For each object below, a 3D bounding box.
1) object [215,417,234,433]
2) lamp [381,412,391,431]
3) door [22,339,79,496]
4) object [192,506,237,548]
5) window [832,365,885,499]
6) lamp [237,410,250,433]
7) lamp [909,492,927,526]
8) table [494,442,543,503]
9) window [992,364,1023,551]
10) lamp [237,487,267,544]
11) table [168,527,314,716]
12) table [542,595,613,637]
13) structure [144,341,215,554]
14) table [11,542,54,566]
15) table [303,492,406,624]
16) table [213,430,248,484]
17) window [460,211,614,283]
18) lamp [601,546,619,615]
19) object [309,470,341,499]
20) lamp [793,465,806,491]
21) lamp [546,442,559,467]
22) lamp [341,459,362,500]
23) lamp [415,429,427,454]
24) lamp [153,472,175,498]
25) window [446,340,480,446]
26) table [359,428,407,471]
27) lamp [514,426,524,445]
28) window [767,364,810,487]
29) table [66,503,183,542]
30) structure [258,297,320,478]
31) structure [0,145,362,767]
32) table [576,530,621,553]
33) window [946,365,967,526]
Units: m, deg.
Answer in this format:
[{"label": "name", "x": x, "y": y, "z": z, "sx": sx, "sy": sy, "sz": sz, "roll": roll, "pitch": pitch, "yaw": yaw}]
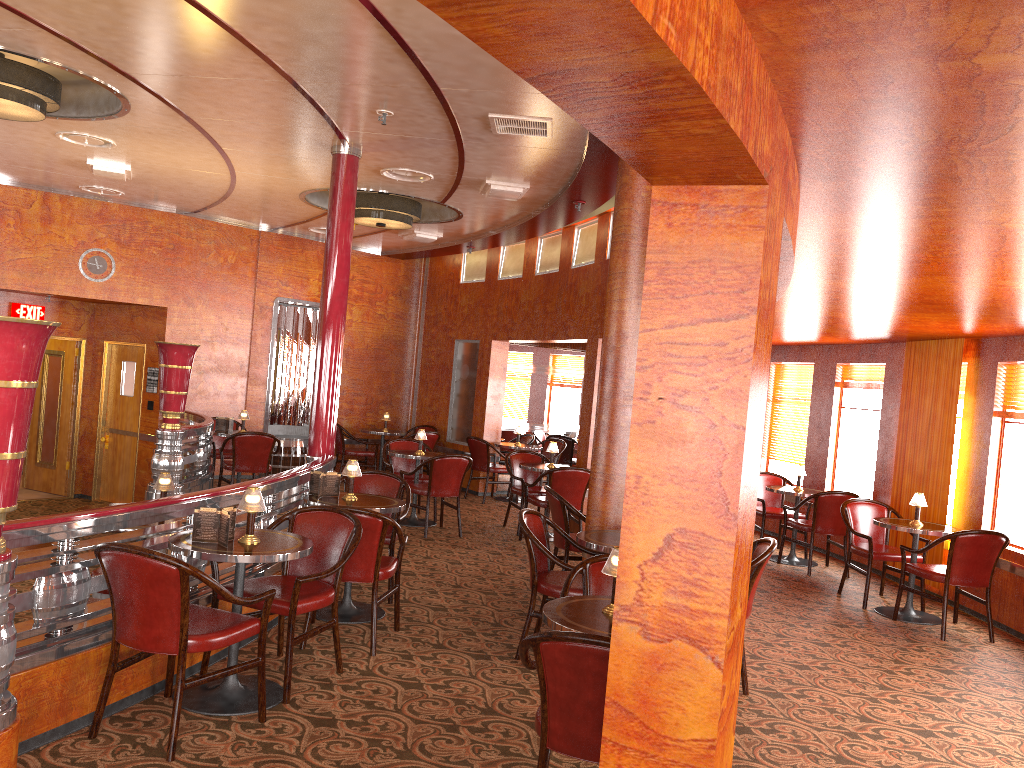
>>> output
[{"label": "object", "x": -3.105, "y": 0.443, "z": 9.687, "sx": 0.195, "sy": 0.156, "sz": 0.169, "roll": 5, "pitch": 1, "yaw": 26}, {"label": "lamp", "x": -1.697, "y": 0.509, "z": 11.945, "sx": 0.130, "sy": 0.250, "sz": 0.130, "roll": 5, "pitch": 1, "yaw": -12}, {"label": "door", "x": -5.872, "y": 0.386, "z": 11.295, "sx": 0.807, "sy": 1.983, "sz": 0.063, "roll": 6, "pitch": 1, "yaw": 25}, {"label": "object", "x": -1.341, "y": 0.634, "z": 3.976, "sx": 0.169, "sy": 0.156, "sz": 0.195, "roll": 5, "pitch": 1, "yaw": -9}, {"label": "window", "x": 3.628, "y": 0.510, "z": 9.192, "sx": 0.040, "sy": 1.421, "sz": 0.820, "roll": 5, "pitch": 1, "yaw": -13}, {"label": "lamp", "x": -2.942, "y": 0.411, "z": 9.712, "sx": 0.130, "sy": 0.250, "sz": 0.130, "roll": 5, "pitch": 1, "yaw": -30}, {"label": "lamp", "x": 3.169, "y": 0.972, "z": 6.920, "sx": 0.130, "sy": 0.250, "sz": 0.130, "roll": 5, "pitch": 1, "yaw": 22}, {"label": "table", "x": 0.049, "y": 1.154, "z": 11.548, "sx": 0.640, "sy": 0.720, "sz": 0.639, "roll": 5, "pitch": 1, "yaw": -30}, {"label": "window", "x": 3.940, "y": 0.552, "z": 6.698, "sx": 0.040, "sy": 1.421, "sz": 0.820, "roll": 5, "pitch": 1, "yaw": -2}, {"label": "lamp", "x": -1.195, "y": 0.599, "z": 4.068, "sx": 0.130, "sy": 0.250, "sz": 0.130, "roll": 6, "pitch": 1, "yaw": 42}, {"label": "table", "x": -1.273, "y": 1.079, "z": 4.092, "sx": 0.640, "sy": 0.720, "sz": 0.639, "roll": 5, "pitch": 1, "yaw": -17}, {"label": "table", "x": 0.402, "y": 1.233, "z": 3.330, "sx": 0.640, "sy": 0.720, "sz": 0.639, "roll": 5, "pitch": 1, "yaw": -8}, {"label": "structure", "x": -3.382, "y": 0.609, "z": 9.177, "sx": 0.624, "sy": 2.025, "sz": 3.167, "roll": 5, "pitch": 1, "yaw": -19}, {"label": "table", "x": -2.596, "y": 1.242, "z": 4.149, "sx": 0.849, "sy": 0.960, "sz": 0.850, "roll": 6, "pitch": 1, "yaw": 33}, {"label": "table", "x": -1.024, "y": 1.092, "z": 5.626, "sx": 0.639, "sy": 0.720, "sz": 0.639, "roll": 5, "pitch": 1, "yaw": 1}, {"label": "table", "x": -2.983, "y": 0.894, "z": 9.719, "sx": 0.640, "sy": 0.720, "sz": 0.639, "roll": 5, "pitch": 1, "yaw": -30}, {"label": "window", "x": 0.459, "y": -1.512, "z": 6.578, "sx": 1.956, "sy": 0.480, "sz": 11.945, "roll": 5, "pitch": 0, "yaw": -2}, {"label": "lamp", "x": 0.403, "y": 0.746, "z": 3.375, "sx": 0.130, "sy": 0.250, "sz": 0.130, "roll": 5, "pitch": 1, "yaw": -30}, {"label": "object", "x": -1.200, "y": 0.637, "z": 5.603, "sx": 0.195, "sy": 0.156, "sz": 0.169, "roll": 5, "pitch": 1, "yaw": 1}, {"label": "lamp", "x": 2.873, "y": 0.934, "z": 8.868, "sx": 0.130, "sy": 0.250, "sz": 0.130, "roll": 5, "pitch": 1, "yaw": 22}, {"label": "lamp", "x": 0.409, "y": 0.714, "z": 8.992, "sx": 0.130, "sy": 0.250, "sz": 0.130, "roll": 5, "pitch": 1, "yaw": -3}, {"label": "lamp", "x": -1.022, "y": 0.606, "z": 5.641, "sx": 0.130, "sy": 0.250, "sz": 0.130, "roll": 5, "pitch": 1, "yaw": -12}, {"label": "lamp", "x": -0.941, "y": 0.592, "z": 9.133, "sx": 0.130, "sy": 0.250, "sz": 0.130, "roll": 5, "pitch": 1, "yaw": -12}, {"label": "lamp", "x": -2.135, "y": 0.668, "z": 5.437, "sx": 0.130, "sy": 0.250, "sz": 0.130, "roll": 6, "pitch": 1, "yaw": 42}, {"label": "window", "x": -0.563, "y": 0.120, "z": 12.258, "sx": 0.257, "sy": 1.441, "sz": 0.806, "roll": 4, "pitch": 1, "yaw": -34}, {"label": "table", "x": -1.765, "y": 0.990, "z": 11.963, "sx": 0.640, "sy": 0.720, "sz": 0.639, "roll": 5, "pitch": 1, "yaw": -30}, {"label": "lamp", "x": 0.084, "y": 0.670, "z": 11.561, "sx": 0.130, "sy": 0.250, "sz": 0.130, "roll": 5, "pitch": 1, "yaw": -12}, {"label": "window", "x": 3.299, "y": 0.473, "z": 10.405, "sx": 0.040, "sy": 1.421, "sz": 0.819, "roll": 5, "pitch": 1, "yaw": -18}, {"label": "table", "x": -2.273, "y": 1.264, "z": 5.370, "sx": 0.849, "sy": 0.960, "sz": 0.849, "roll": 5, "pitch": 1, "yaw": 10}, {"label": "structure", "x": -2.865, "y": 0.074, "z": 11.593, "sx": 0.812, "sy": 2.355, "sz": 0.556, "roll": 4, "pitch": 1, "yaw": -38}, {"label": "structure", "x": -1.577, "y": 0.001, "z": 4.807, "sx": 0.549, "sy": 3.606, "sz": 4.353, "roll": 5, "pitch": 1, "yaw": 5}, {"label": "table", "x": 0.653, "y": 1.245, "z": 5.029, "sx": 0.640, "sy": 0.720, "sz": 0.639, "roll": 4, "pitch": 1, "yaw": -39}, {"label": "window", "x": 3.843, "y": 0.536, "z": 7.952, "sx": 0.040, "sy": 1.421, "sz": 0.820, "roll": 5, "pitch": 1, "yaw": -7}]
